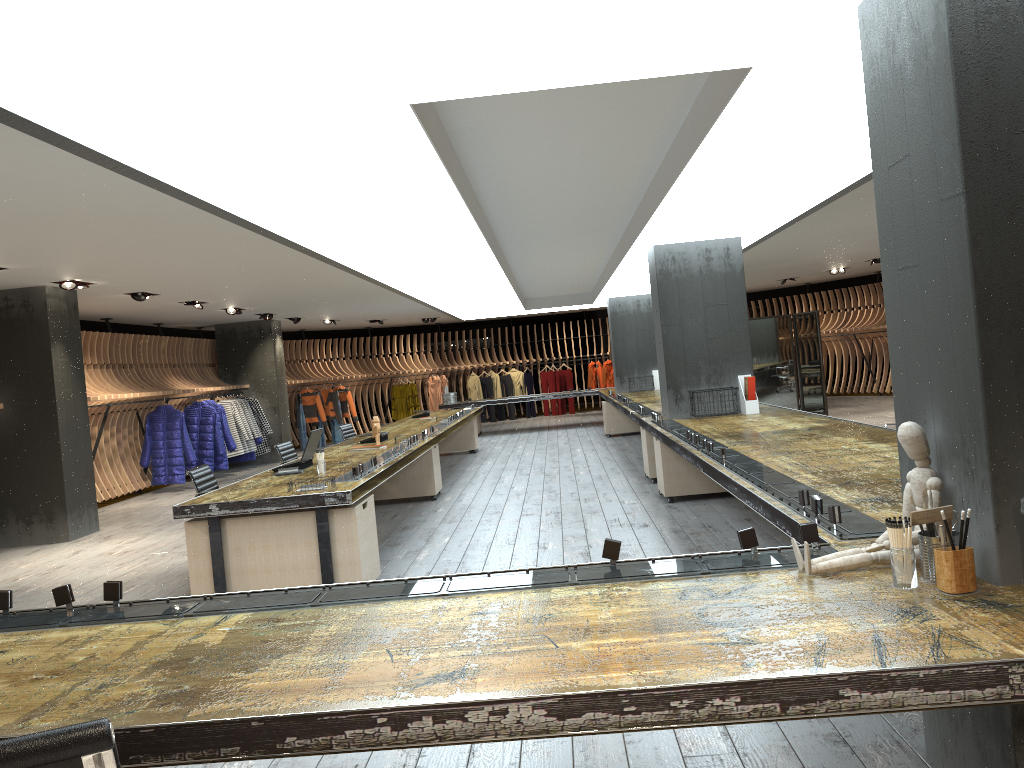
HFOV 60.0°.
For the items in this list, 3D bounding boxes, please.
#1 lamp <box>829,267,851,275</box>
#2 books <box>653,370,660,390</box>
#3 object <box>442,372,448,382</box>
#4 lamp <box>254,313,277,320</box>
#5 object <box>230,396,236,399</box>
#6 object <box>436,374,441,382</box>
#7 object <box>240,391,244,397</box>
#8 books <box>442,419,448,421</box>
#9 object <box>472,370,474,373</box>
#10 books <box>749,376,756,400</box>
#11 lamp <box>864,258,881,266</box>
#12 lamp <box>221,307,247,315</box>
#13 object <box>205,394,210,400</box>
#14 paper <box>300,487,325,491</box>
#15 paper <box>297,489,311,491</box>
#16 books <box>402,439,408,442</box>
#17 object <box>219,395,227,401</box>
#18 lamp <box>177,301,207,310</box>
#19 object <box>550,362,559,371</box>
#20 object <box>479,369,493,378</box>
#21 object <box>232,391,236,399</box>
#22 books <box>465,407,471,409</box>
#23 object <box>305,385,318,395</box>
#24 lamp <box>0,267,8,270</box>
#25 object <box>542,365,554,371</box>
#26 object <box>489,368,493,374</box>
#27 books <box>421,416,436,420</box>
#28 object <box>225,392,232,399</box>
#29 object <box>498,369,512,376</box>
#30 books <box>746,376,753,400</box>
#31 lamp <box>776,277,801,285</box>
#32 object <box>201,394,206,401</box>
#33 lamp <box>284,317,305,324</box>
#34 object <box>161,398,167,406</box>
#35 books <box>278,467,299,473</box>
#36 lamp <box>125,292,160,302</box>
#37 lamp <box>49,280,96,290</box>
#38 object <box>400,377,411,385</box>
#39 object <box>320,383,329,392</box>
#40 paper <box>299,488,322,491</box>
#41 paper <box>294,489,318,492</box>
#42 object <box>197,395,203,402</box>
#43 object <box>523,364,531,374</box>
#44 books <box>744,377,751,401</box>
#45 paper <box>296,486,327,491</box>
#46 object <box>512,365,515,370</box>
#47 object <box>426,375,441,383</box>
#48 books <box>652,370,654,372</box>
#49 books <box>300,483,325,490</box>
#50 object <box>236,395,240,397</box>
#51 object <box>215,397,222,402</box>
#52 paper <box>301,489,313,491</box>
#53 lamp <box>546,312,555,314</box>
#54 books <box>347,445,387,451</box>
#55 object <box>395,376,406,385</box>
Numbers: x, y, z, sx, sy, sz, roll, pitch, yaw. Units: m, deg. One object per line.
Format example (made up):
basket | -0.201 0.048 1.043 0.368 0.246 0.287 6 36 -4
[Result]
lamp | 6.651 -2.381 18.104 0.269 0.287 0.492 -6 1 -17
books | 2.728 -0.075 16.417 0.215 0.368 0.073 -5 0 3
object | -1.801 -0.179 23.055 0.012 0.270 0.525 -6 1 -32
lamp | -4.438 -1.291 15.957 0.269 0.292 0.493 -5 1 3
object | -5.185 0.295 16.482 0.518 0.313 0.012 -5 0 3
object | -1.950 -0.163 22.988 0.012 0.270 0.525 -5 1 -27
object | -5.165 0.290 17.028 0.518 0.313 0.012 -5 0 3
books | -0.912 0.505 12.472 0.155 0.025 0.110 -5 1 -2
object | -1.026 -0.257 23.427 0.012 0.270 0.525 -6 1 -32
books | 2.417 0.106 8.926 0.048 0.368 0.215 -5 0 3
lamp | 6.784 -2.358 16.517 0.269 0.291 0.493 -5 1 -1
lamp | -4.514 -1.253 14.364 0.269 0.286 0.493 -5 1 3
object | -5.268 0.307 15.344 0.525 0.270 0.012 -5 0 3
paper | -1.329 0.695 5.895 0.176 0.004 0.130 -5 1 7
paper | -1.329 0.694 5.895 0.176 0.004 0.130 -5 1 8
books | -1.067 0.587 9.256 0.155 0.025 0.110 -5 1 -2
object | -5.206 0.306 16.041 0.518 0.313 0.012 -5 0 3
lamp | -4.589 -1.209 12.771 0.269 0.294 0.493 -5 1 3
object | 1.108 -0.469 23.878 0.012 0.270 0.525 -5 1 -27
object | -0.735 -0.287 23.530 0.525 0.270 0.012 -5 1 38
object | -5.236 0.276 16.684 0.525 0.270 0.012 -5 0 3
books | -0.760 0.420 15.847 0.155 0.025 0.110 -5 1 -2
object | -4.616 0.149 20.007 0.525 0.270 0.012 -5 0 18
lamp | -4.815 -1.091 7.992 0.269 0.288 0.493 -5 1 3
object | 0.942 -0.453 23.873 0.012 0.270 0.525 -6 1 -42
object | -0.550 -0.305 23.600 0.012 0.270 0.525 -6 1 -42
books | -1.286 0.521 13.669 0.213 0.026 0.366 -5 1 3
object | -5.194 0.299 16.303 0.518 0.313 0.012 -5 0 3
object | -0.253 -0.335 23.668 0.525 0.270 0.012 -5 0 28
books | 2.395 0.109 8.927 0.048 0.368 0.215 -5 0 3
lamp | 6.103 -2.358 19.594 0.269 0.292 0.492 -6 1 -29
object | -5.259 0.318 15.164 0.523 0.291 0.012 -5 0 3
lamp | -4.303 -1.336 17.544 0.269 0.292 0.493 -5 1 9
object | -5.349 0.350 13.633 0.525 0.270 0.012 -5 0 3
books | -1.816 0.693 7.143 0.186 0.027 0.112 -6 1 -12
lamp | -4.664 -1.170 11.178 0.269 0.292 0.493 -5 1 3
lamp | -4.739 -1.127 9.585 0.269 0.296 0.493 -5 1 3
object | -2.688 -0.080 22.480 0.525 0.270 0.012 -5 1 33
object | -4.339 0.115 20.530 0.525 0.270 0.012 -5 0 23
paper | -1.329 0.695 5.895 0.176 0.004 0.130 -5 1 8
paper | -1.343 0.699 5.891 0.176 0.003 0.130 -5 1 1
object | -5.298 0.330 15.025 0.523 0.292 0.012 -5 0 3
object | 0.415 -0.405 23.814 0.012 0.270 0.525 -5 1 28
books | 2.374 0.111 8.928 0.048 0.368 0.215 -5 0 3
paper | -1.329 0.693 5.895 0.176 0.004 0.130 -5 1 9
object | 0.044 -0.366 23.751 0.525 0.270 0.012 -5 0 28
object | -2.051 -0.153 22.925 0.525 0.270 0.012 -5 1 38
books | 2.729 -0.076 16.445 0.215 0.368 0.075 -5 0 3
books | -1.325 0.681 5.891 0.155 0.025 0.110 -5 1 -2
object | -5.171 0.297 16.840 0.516 0.316 0.012 -5 0 3
object | -5.217 0.312 15.806 0.518 0.313 0.012 -5 0 3
paper | -1.329 0.695 5.895 0.176 0.004 0.130 -5 1 7
lamp | 0.937 -1.933 22.640 0.493 0.296 0.269 -5 1 -4
books | -1.455 0.638 8.855 0.366 0.026 0.213 -5 1 13
object | -2.824 -0.065 22.360 0.525 0.270 0.012 -5 1 33
